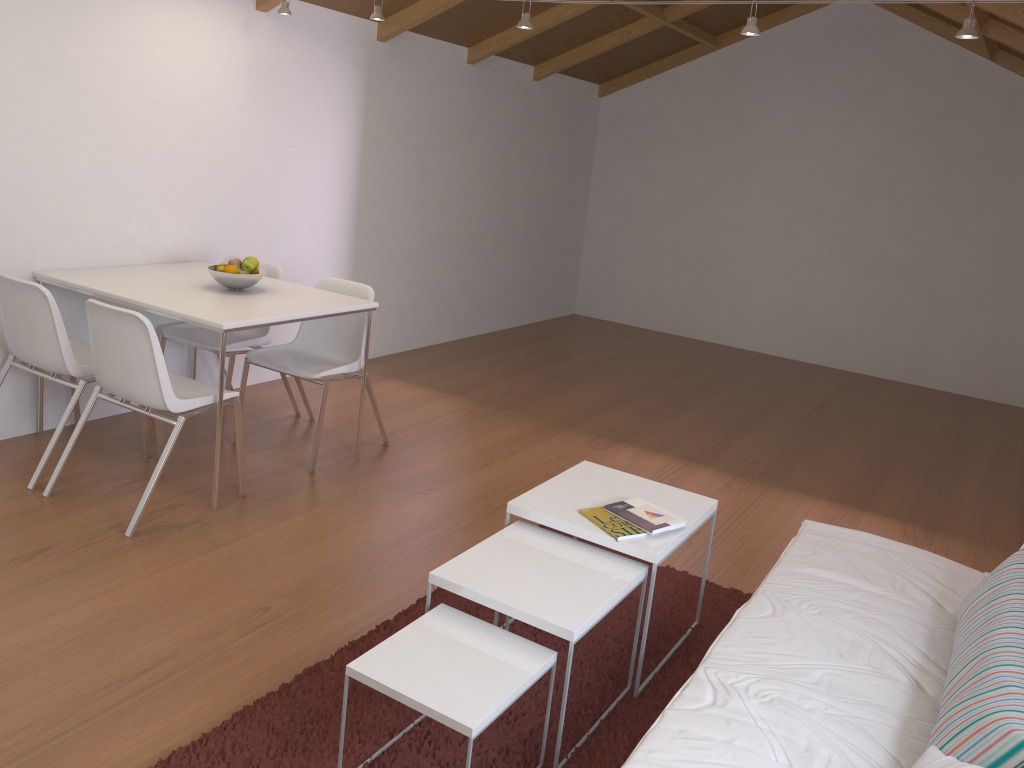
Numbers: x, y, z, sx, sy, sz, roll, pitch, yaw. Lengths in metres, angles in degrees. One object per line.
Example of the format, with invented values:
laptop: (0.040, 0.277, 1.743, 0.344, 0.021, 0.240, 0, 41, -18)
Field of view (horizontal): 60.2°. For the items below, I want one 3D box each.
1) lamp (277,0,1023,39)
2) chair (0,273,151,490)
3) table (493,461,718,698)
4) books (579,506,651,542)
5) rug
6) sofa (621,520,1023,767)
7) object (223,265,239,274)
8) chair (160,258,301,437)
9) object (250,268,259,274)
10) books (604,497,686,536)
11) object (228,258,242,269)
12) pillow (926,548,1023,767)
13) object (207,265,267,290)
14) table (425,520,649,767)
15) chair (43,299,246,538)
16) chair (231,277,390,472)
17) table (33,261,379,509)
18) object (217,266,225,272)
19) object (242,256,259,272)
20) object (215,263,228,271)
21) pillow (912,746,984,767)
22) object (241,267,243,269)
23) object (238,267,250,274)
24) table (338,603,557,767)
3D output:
lamp: (0.236, -1.530, 3.617, 3.858, 0.150, 0.073, 15, 14, 29)
chair: (-1.898, -0.072, 3.708, 0.535, 0.774, 0.551, 13, 14, 29)
table: (0.303, 0.576, 2.795, 0.489, 0.432, 0.529, 14, 15, 29)
books: (0.312, 0.405, 2.587, 0.152, 0.016, 0.196, -2, 17, -30)
rug: (0.289, 1.006, 2.066, 1.899, 0.020, 2.501, 15, 17, 29)
sofa: (0.766, 0.789, 1.879, 0.869, 0.619, 2.374, 14, 16, 28)
object: (-1.234, -0.489, 3.881, 0.068, 0.066, 0.068, 8, 13, 5)
chair: (-1.431, -0.224, 4.482, 0.535, 0.774, 0.551, 13, 14, 29)
object: (-1.181, -0.509, 4.007, 0.068, 0.066, 0.068, 8, 13, 5)
books: (0.394, 0.390, 2.618, 0.153, 0.016, 0.196, -6, 19, -39)
object: (-1.244, -0.534, 3.970, 0.061, 0.066, 0.064, 1, 14, -22)
pillow: (1.081, 0.626, 1.998, 0.172, 0.248, 1.050, 13, 16, 28)
object: (-1.236, -0.470, 3.969, 0.254, 0.089, 0.259, 2, 15, -17)
table: (0.063, 0.680, 2.406, 0.427, 0.378, 0.462, 14, 15, 29)
chair: (-1.392, 0.062, 3.416, 0.535, 0.774, 0.551, 13, 14, 29)
chair: (-0.924, -0.090, 4.190, 0.535, 0.774, 0.551, 13, 14, 29)
table: (-1.390, -0.074, 4.013, 1.218, 0.732, 0.906, 14, 15, 29)
object: (-1.280, -0.490, 3.931, 0.071, 0.077, 0.070, 1, 13, -22)
object: (-1.169, -0.536, 3.950, 0.071, 0.068, 0.077, 14, 15, 29)
object: (-1.304, -0.511, 3.990, 0.067, 0.065, 0.069, 3, 13, -16)
pillow: (0.694, 0.711, 1.504, 0.267, 0.248, 0.351, 5, 13, -6)
object: (-1.246, -0.508, 4.028, 0.071, 0.068, 0.077, 14, 15, 29)
object: (-1.206, -0.475, 3.944, 0.080, 0.088, 0.079, 4, 13, -11)
table: (-0.147, 0.783, 2.072, 0.344, 0.304, 0.372, 14, 15, 29)
